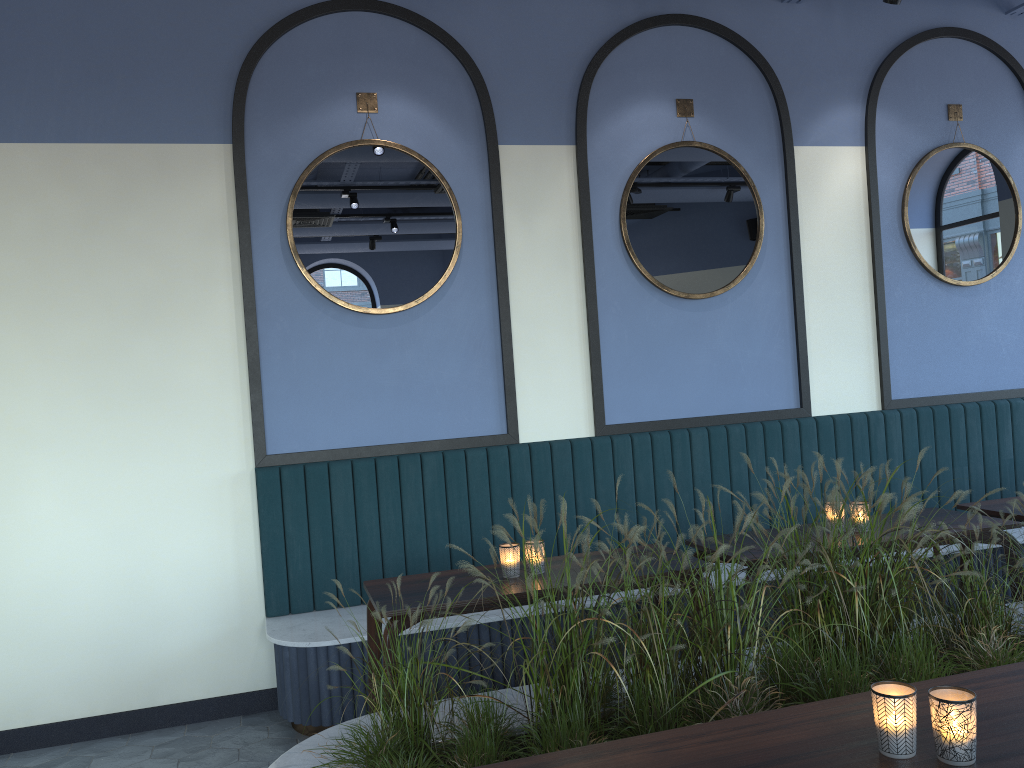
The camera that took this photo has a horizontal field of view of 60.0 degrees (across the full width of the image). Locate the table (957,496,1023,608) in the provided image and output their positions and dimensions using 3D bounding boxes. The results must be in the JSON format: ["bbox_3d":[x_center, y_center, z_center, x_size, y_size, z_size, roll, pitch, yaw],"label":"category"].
[{"bbox_3d":[2.782,0.893,4.086,1.332,0.755,0.548,-4,1,-16],"label":"table"}]

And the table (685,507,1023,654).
[{"bbox_3d":[1.438,0.991,3.705,1.332,0.755,0.548,-4,1,-16],"label":"table"}]

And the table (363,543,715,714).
[{"bbox_3d":[0.116,1.087,3.329,1.285,0.755,0.548,-4,1,-16],"label":"table"}]

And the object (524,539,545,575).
[{"bbox_3d":[0.086,0.651,3.334,0.078,0.120,0.078,-4,1,1],"label":"object"}]

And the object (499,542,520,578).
[{"bbox_3d":[-0.006,0.657,3.302,0.078,0.120,0.078,-4,1,1],"label":"object"}]

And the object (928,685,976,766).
[{"bbox_3d":[0.801,0.620,1.607,0.078,0.120,0.078,-4,1,-33],"label":"object"}]

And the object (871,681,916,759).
[{"bbox_3d":[0.713,0.626,1.651,0.078,0.120,0.078,-4,1,-33],"label":"object"}]

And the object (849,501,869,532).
[{"bbox_3d":[1.449,0.552,3.692,0.078,0.120,0.078,-4,1,-33],"label":"object"}]

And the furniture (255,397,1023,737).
[{"bbox_3d":[1.766,0.782,2.593,4.800,1.150,4.703,-4,1,-16],"label":"furniture"}]

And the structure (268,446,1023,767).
[{"bbox_3d":[1.672,0.757,2.920,4.878,1.207,1.143,-4,1,-14],"label":"structure"}]

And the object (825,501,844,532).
[{"bbox_3d":[1.362,0.558,3.735,0.078,0.120,0.078,-4,1,-33],"label":"object"}]

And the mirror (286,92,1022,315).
[{"bbox_3d":[1.007,-1.006,4.818,4.357,1.089,0.026,-4,1,-16],"label":"mirror"}]
